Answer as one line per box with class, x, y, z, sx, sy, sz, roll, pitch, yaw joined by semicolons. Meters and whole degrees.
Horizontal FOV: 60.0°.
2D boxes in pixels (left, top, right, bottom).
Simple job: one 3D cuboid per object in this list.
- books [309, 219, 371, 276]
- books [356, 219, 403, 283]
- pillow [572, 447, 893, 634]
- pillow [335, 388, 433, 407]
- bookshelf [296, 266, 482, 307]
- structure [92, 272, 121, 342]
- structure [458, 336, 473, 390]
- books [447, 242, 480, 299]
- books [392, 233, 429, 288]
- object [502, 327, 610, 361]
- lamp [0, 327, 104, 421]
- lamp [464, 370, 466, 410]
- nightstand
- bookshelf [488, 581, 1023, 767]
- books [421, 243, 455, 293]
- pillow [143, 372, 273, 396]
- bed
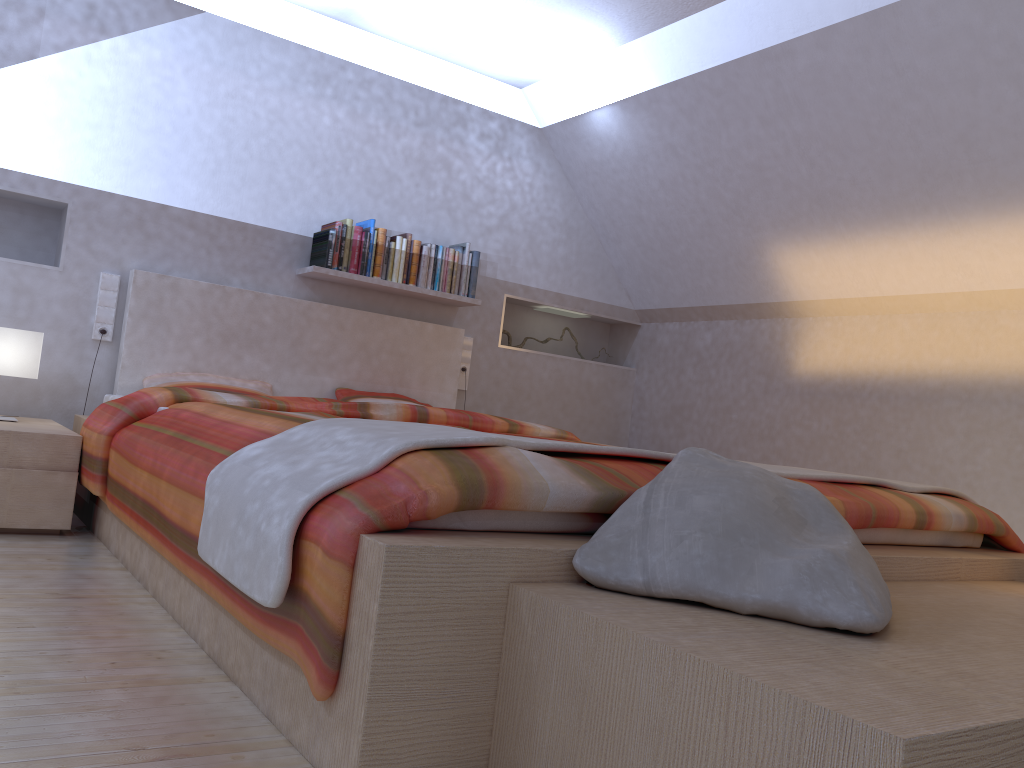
books;-0.819;-0.657;4.252;0.209;0.260;0.215;8;-3;-34
books;-0.663;-0.645;4.366;0.178;0.281;0.200;8;-3;-34
pillow;0.402;0.242;1.514;0.470;0.241;0.498;6;-2;21
pillow;-0.503;0.143;4.217;0.566;0.188;0.497;8;-3;-33
bookshelf;-0.596;-0.478;4.413;0.916;0.028;0.223;8;-3;-34
structure;-1.734;-0.328;3.789;0.077;0.286;0.034;8;-3;-34
structure;-0.263;-0.112;4.781;0.077;0.286;0.034;8;-3;-34
books;-0.284;-0.589;4.622;0.145;0.281;0.200;8;-3;-34
books;-0.531;-0.615;4.450;0.140;0.260;0.209;8;-3;-34
object;0.293;-0.251;5.325;0.905;0.193;0.085;8;-3;-33
lamp;-1.886;0.003;3.399;0.318;0.515;0.684;7;-2;-5
lamp;0.657;0.391;3.902;0.396;0.788;2.551;9;-3;-43
nightstand;-2.007;0.270;3.002;0.859;0.329;0.847;8;-3;-34
bookshelf;0.772;0.550;1.473;1.495;0.303;0.643;8;-3;-34
books;-0.412;-0.582;4.537;0.159;0.231;0.200;8;-3;-34
pillow;-1.238;0.050;3.781;0.572;0.180;0.492;8;-3;-33
bed;-0.199;0.151;3.005;2.087;0.994;3.009;8;-3;-34
